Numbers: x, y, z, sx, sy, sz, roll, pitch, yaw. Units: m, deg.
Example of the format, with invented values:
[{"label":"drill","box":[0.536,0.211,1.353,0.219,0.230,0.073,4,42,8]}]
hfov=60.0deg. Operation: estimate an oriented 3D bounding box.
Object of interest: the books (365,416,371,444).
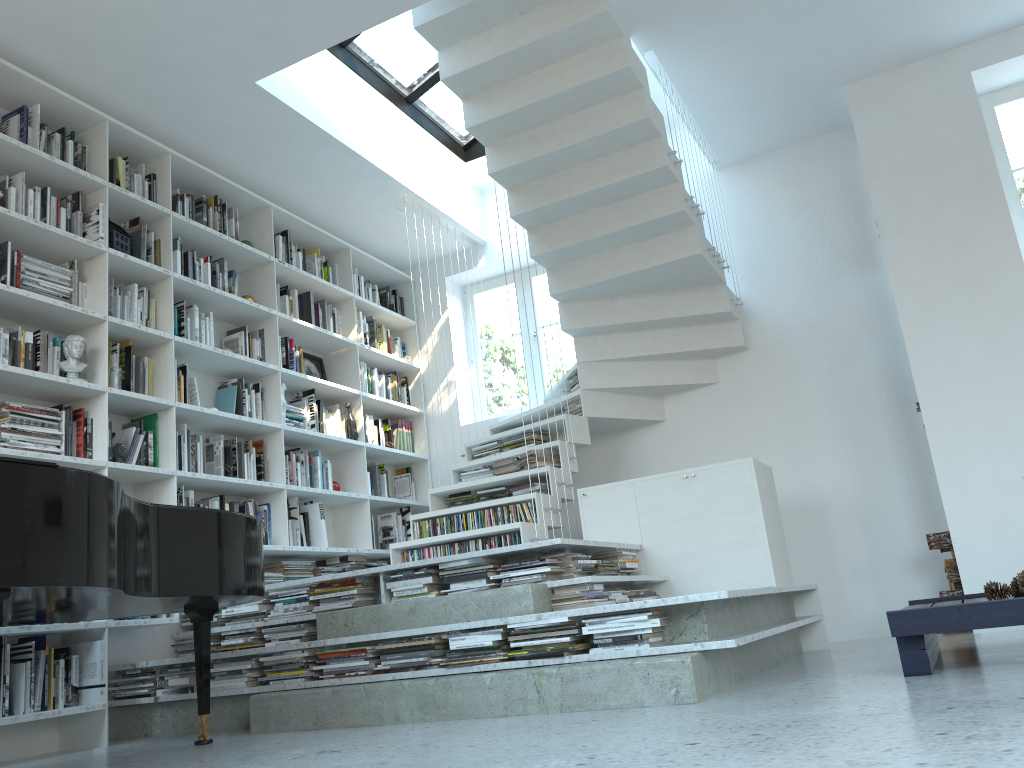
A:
[{"label":"books","box":[-1.109,0.369,6.422,0.181,0.245,0.026,-14,-16,24]}]

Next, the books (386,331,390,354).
[{"label":"books","box":[-1.030,-0.274,6.933,0.160,0.260,0.022,-14,-16,24]}]

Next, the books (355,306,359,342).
[{"label":"books","box":[-1.199,-0.403,6.449,0.183,0.293,0.010,-14,-16,24]}]

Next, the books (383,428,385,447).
[{"label":"books","box":[-1.015,0.442,6.658,0.138,0.206,0.014,-14,-16,24]}]

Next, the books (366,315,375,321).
[{"label":"books","box":[-1.093,-0.357,6.668,0.152,0.295,0.022,-14,-16,24]}]

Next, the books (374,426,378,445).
[{"label":"books","box":[-1.060,0.415,6.504,0.170,0.188,0.023,-14,-16,24]}]

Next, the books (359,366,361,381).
[{"label":"books","box":[-1.181,-0.001,6.445,0.182,0.247,0.023,-14,-16,24]}]

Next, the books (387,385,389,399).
[{"label":"books","box":[-1.021,0.090,6.827,0.146,0.236,0.028,-14,-16,24]}]

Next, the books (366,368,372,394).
[{"label":"books","box":[-1.121,0.025,6.611,0.152,0.270,0.025,-14,-16,24]}]

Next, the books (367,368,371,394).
[{"label":"books","box":[-1.121,0.025,6.590,0.158,0.259,0.013,-14,-16,24]}]

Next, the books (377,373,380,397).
[{"label":"books","box":[-1.071,0.058,6.720,0.161,0.253,0.012,-14,-16,24]}]

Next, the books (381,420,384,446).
[{"label":"books","box":[-1.030,0.411,6.628,0.161,0.253,0.012,-14,-16,24]}]

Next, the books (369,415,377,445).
[{"label":"books","box":[-1.081,0.373,6.479,0.176,0.260,0.056,-14,-16,24]}]

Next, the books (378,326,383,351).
[{"label":"books","box":[-1.060,-0.309,6.716,0.174,0.221,0.013,-14,-16,24]}]

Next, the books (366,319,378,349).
[{"label":"books","box":[-1.097,-0.342,6.641,0.189,0.253,0.023,-14,-16,24]}]

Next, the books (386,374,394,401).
[{"label":"books","box":[-0.986,0.072,6.864,0.151,0.282,0.012,-14,-16,24]}]

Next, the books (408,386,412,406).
[{"label":"books","box":[-0.880,0.144,7.052,0.184,0.218,0.022,-14,-16,24]}]

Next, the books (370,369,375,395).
[{"label":"books","box":[-1.101,0.033,6.627,0.156,0.258,0.024,-14,-16,24]}]

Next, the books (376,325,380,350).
[{"label":"books","box":[-1.075,-0.317,6.711,0.166,0.237,0.012,-14,-16,24]}]

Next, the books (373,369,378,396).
[{"label":"books","box":[-1.089,0.036,6.647,0.172,0.262,0.022,-14,-16,24]}]

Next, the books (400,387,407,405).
[{"label":"books","box":[-0.912,0.138,6.971,0.192,0.194,0.029,-14,-16,24]}]

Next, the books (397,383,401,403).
[{"label":"books","box":[-0.948,0.116,6.905,0.188,0.211,0.025,-14,-16,24]}]

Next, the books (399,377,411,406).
[{"label":"books","box":[-0.898,0.103,7.033,0.186,0.291,0.042,-14,-16,24]}]

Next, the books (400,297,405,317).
[{"label":"books","box":[-0.961,-0.573,7.221,0.187,0.236,0.025,-14,-16,24]}]

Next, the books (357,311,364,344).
[{"label":"books","box":[-1.172,-0.382,6.478,0.189,0.262,0.026,-14,-16,24]}]

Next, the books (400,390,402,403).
[{"label":"books","box":[-0.946,0.119,6.932,0.177,0.219,0.025,-14,-16,24]}]

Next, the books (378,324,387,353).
[{"label":"books","box":[-1.068,-0.309,6.751,0.248,0.241,0.042,-14,-16,24]}]

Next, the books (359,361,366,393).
[{"label":"books","box":[-1.155,-0.009,6.497,0.185,0.285,0.014,-14,-16,24]}]

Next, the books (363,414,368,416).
[{"label":"books","box":[-1.110,0.366,6.450,0.157,0.264,0.022,-14,-16,24]}]

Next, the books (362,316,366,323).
[{"label":"books","box":[-1.146,-0.360,6.572,0.158,0.263,0.023,-14,-16,24]}]

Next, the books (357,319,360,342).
[{"label":"books","box":[-1.187,-0.357,6.453,0.166,0.204,0.024,-14,-16,24]}]

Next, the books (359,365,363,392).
[{"label":"books","box":[-1.175,0.004,6.482,0.173,0.255,0.026,-14,-16,24]}]

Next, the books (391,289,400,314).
[{"label":"books","box":[-0.991,-0.610,7.165,0.190,0.285,0.014,-14,-16,24]}]

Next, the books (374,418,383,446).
[{"label":"books","box":[-1.043,0.399,6.587,0.171,0.258,0.029,-14,-16,24]}]

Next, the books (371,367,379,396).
[{"label":"books","box":[-1.082,0.032,6.675,0.166,0.283,0.030,-14,-16,24]}]

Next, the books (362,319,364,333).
[{"label":"books","box":[-1.163,-0.354,6.511,0.161,0.223,0.049,-14,-16,24]}]

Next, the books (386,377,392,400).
[{"label":"books","box":[-1.000,0.085,6.848,0.160,0.252,0.025,-14,-16,24]}]

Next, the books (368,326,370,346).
[{"label":"books","box":[-1.122,-0.322,6.623,0.135,0.211,0.025,-14,-16,24]}]

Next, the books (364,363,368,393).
[{"label":"books","box":[-1.140,0.002,6.559,0.165,0.292,0.012,-14,-16,24]}]

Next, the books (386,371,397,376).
[{"label":"books","box":[-0.957,0.073,6.968,0.140,0.329,0.013,-14,-16,24]}]

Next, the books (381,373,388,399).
[{"label":"books","box":[-1.031,0.065,6.769,0.184,0.257,0.023,-14,-16,24]}]

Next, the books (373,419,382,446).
[{"label":"books","box":[-1.044,0.398,6.559,0.181,0.246,0.022,-14,-16,24]}]

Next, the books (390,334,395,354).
[{"label":"books","box":[-1.000,-0.254,7.006,0.154,0.253,0.070,-14,-16,24]}]

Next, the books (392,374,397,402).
[{"label":"books","box":[-0.977,0.077,6.873,0.188,0.276,0.013,-14,-16,24]}]

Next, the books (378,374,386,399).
[{"label":"books","box":[-1.040,0.063,6.736,0.177,0.244,0.045,-14,-16,24]}]

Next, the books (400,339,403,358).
[{"label":"books","box":[-0.948,-0.224,7.121,0.160,0.246,0.040,-14,-16,24]}]

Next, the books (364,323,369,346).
[{"label":"books","box":[-1.140,-0.334,6.536,0.190,0.193,0.024,-14,-16,24]}]

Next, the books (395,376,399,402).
[{"label":"books","box":[-0.965,0.085,6.889,0.173,0.267,0.029,-14,-16,24]}]

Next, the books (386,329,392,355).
[{"label":"books","box":[-1.026,-0.277,6.971,0.163,0.286,0.024,-14,-16,24]}]

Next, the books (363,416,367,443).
[{"label":"books","box":[-1.127,0.363,6.390,0.171,0.242,0.022,-14,-16,24]}]

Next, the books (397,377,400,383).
[{"label":"books","box":[-0.941,0.096,6.970,0.149,0.282,0.013,-14,-16,24]}]

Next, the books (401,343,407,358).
[{"label":"books","box":[-0.919,-0.209,7.132,0.170,0.216,0.011,-14,-16,24]}]

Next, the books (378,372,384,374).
[{"label":"books","box":[-1.035,0.059,6.811,0.132,0.291,0.024,-14,-16,24]}]

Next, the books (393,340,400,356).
[{"label":"books","box":[-0.975,-0.226,7.040,0.181,0.213,0.023,-14,-16,24]}]

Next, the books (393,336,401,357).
[{"label":"books","box":[-0.964,-0.236,7.092,0.163,0.257,0.029,-14,-16,24]}]

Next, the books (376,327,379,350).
[{"label":"books","box":[-1.083,-0.310,6.674,0.184,0.205,0.014,-14,-16,24]}]

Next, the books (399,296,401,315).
[{"label":"books","box":[-0.982,-0.579,7.211,0.185,0.247,0.014,-14,-16,24]}]
